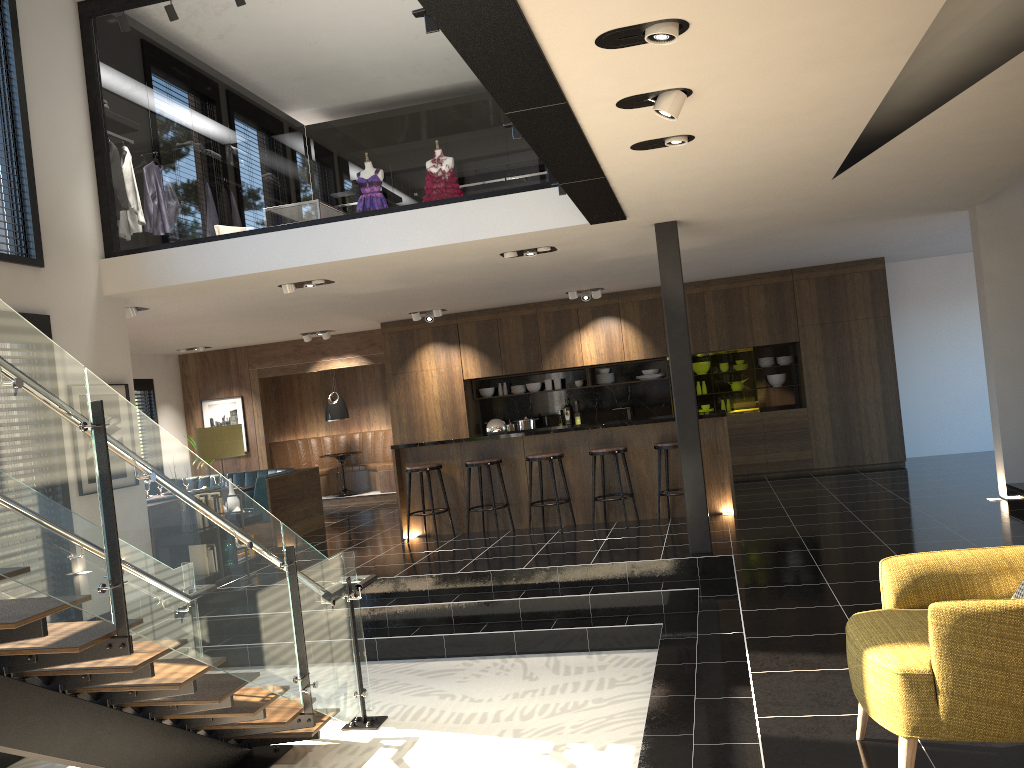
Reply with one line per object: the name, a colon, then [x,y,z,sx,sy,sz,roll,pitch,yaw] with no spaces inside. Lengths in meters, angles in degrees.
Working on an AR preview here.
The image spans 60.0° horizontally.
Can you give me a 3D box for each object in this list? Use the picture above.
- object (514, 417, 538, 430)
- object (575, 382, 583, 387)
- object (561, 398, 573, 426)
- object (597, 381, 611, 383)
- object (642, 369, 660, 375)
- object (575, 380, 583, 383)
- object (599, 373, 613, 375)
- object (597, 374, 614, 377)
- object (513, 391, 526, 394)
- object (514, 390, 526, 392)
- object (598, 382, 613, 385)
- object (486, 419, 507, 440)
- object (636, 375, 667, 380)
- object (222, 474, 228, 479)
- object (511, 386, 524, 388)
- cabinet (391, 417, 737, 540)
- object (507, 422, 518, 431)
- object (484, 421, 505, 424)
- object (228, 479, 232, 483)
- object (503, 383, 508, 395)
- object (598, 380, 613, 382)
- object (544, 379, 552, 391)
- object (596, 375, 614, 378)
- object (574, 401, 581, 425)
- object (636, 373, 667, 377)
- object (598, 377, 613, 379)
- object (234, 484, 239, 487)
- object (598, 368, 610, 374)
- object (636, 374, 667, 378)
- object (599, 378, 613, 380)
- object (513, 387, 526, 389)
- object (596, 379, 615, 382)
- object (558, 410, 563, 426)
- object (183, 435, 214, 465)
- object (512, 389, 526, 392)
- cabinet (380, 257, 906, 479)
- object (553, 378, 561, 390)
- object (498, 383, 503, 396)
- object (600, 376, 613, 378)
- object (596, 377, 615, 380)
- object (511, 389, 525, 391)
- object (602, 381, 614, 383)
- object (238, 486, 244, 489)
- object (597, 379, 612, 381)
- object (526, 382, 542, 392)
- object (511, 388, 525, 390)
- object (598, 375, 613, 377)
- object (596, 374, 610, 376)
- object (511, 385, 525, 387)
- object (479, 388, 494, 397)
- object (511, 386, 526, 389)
object: [0.208,0.575,12.707,0.300,0.218,0.279,-6,-1,-45]
object: [0.977,0.012,12.863,0.122,0.072,0.122,-7,-1,38]
object: [0.796,0.435,12.998,0.133,0.451,0.116,-6,0,12]
object: [1.357,-0.024,12.851,0.269,0.024,0.269,-6,-1,-39]
object: [1.981,-0.159,12.643,0.254,0.088,0.254,-7,-1,38]
object: [0.975,-0.013,12.863,0.122,0.072,0.122,-7,-1,38]
object: [1.345,-0.133,12.851,0.269,0.024,0.269,-6,-1,-39]
object: [1.347,-0.117,12.851,0.269,0.024,0.269,-6,-1,-39]
object: [0.102,0.133,13.049,0.220,0.033,0.220,-6,-1,9]
object: [0.100,0.120,13.049,0.220,0.033,0.220,-6,-1,9]
object: [1.359,-0.007,12.851,0.269,0.024,0.269,-6,-1,-39]
object: [-0.166,0.487,9.562,0.227,0.228,0.227,-6,0,-27]
object: [1.991,-0.085,12.641,0.437,0.039,0.438,-5,-1,-41]
object: [-3.533,1.208,10.912,0.098,0.192,0.098,-6,0,10]
object: [0.093,0.052,13.049,0.220,0.033,0.220,-6,-1,9]
cabinet: [0.546,1.010,9.607,3.565,0.994,0.698,-6,0,12]
object: [-0.014,0.630,12.876,0.210,0.143,0.195,-6,-1,-30]
object: [-0.247,0.619,13.020,0.255,0.218,0.236,-6,-1,-30]
object: [-2.916,1.182,9.118,0.319,0.398,0.316,-6,0,-12]
object: [-0.099,0.073,13.100,0.060,0.185,0.060,-6,0,-19]
object: [1.356,-0.035,12.851,0.269,0.024,0.269,-6,-1,-39]
object: [0.535,0.016,12.936,0.109,0.161,0.109,-6,0,-5]
object: [1.349,-0.097,12.851,0.269,0.024,0.269,-6,-1,-39]
object: [0.954,0.446,12.971,0.077,0.395,0.077,-6,0,-36]
object: [1.988,-0.112,12.641,0.437,0.039,0.438,-5,-1,-41]
object: [1.351,-0.079,12.851,0.269,0.024,0.269,-6,-1,-39]
object: [-3.560,1.285,11.070,0.325,0.051,0.269,-6,-1,16]
object: [1.338,-0.176,12.851,0.168,0.087,0.168,-7,-1,32]
object: [1.989,-0.097,12.641,0.437,0.039,0.438,-5,-1,-41]
object: [1.353,-0.062,12.851,0.269,0.024,0.269,-6,-1,-39]
object: [0.095,0.075,13.049,0.220,0.033,0.220,-6,-1,9]
object: [1.355,-0.042,12.851,0.269,0.024,0.269,-6,-1,-39]
object: [0.706,0.528,13.016,0.058,0.287,0.057,-6,0,25]
object: [-4.621,1.427,13.889,0.817,1.382,0.956,-6,0,-30]
object: [0.099,0.108,13.049,0.220,0.033,0.220,-6,-1,9]
cabinet: [1.672,0.074,12.544,6.894,2.690,0.869,-6,0,12]
object: [0.665,0.001,12.908,0.109,0.161,0.109,-6,0,25]
object: [-0.172,0.081,13.117,0.060,0.185,0.060,-6,0,44]
object: [1.350,-0.090,12.851,0.269,0.024,0.269,-6,-1,-39]
object: [1.352,-0.070,12.851,0.269,0.024,0.269,-6,-1,-39]
object: [0.098,0.098,13.049,0.220,0.033,0.220,-6,-1,9]
object: [1.358,-0.015,12.851,0.269,0.024,0.269,-6,-1,-39]
object: [-3.382,1.260,10.683,0.269,0.051,0.324,-6,-1,16]
object: [1.354,-0.051,12.851,0.269,0.024,0.269,-6,-1,-39]
object: [0.324,0.058,13.007,0.234,0.138,0.234,-7,-1,32]
object: [0.096,0.085,13.049,0.220,0.033,0.220,-6,-1,9]
object: [1.348,-0.106,12.851,0.269,0.024,0.269,-6,-1,-39]
object: [1.346,-0.124,12.851,0.269,0.024,0.269,-6,-1,-39]
object: [0.092,0.040,13.049,0.220,0.033,0.220,-6,-1,9]
object: [-0.369,0.133,13.161,0.234,0.138,0.234,-6,-1,15]
object: [0.094,0.065,13.049,0.220,0.033,0.220,-6,-1,9]
